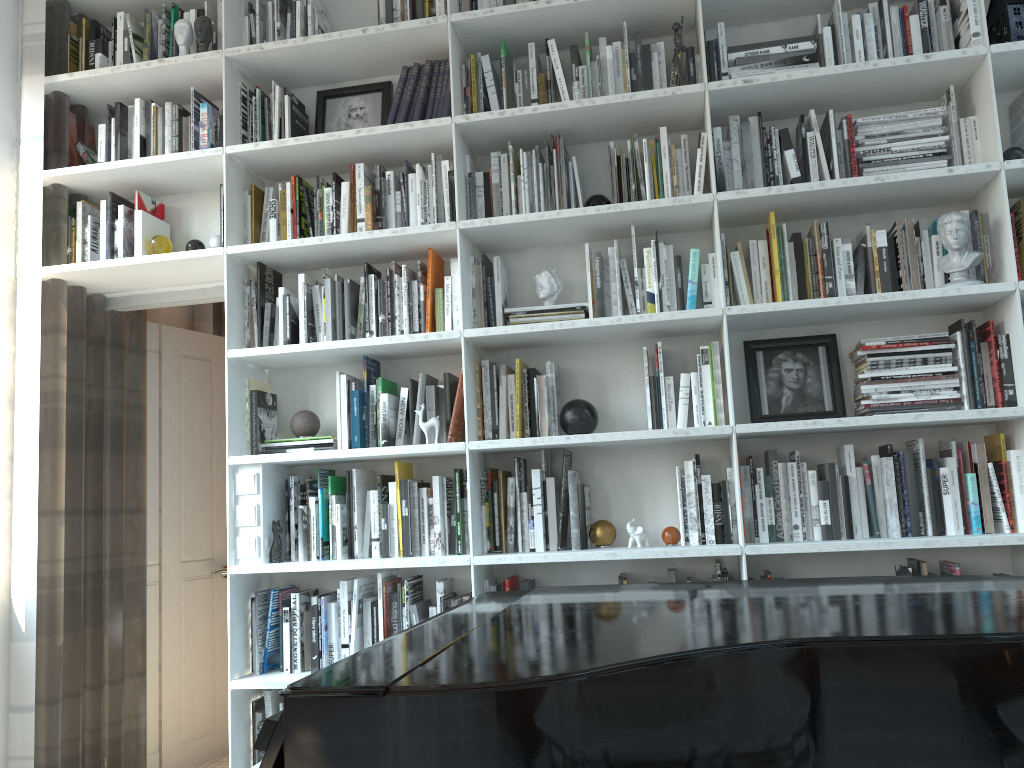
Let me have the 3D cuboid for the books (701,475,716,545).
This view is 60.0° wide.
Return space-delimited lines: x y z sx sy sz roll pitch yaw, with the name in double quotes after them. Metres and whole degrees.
0.639 0.410 2.896 0.029 0.220 0.153 -4 -7 10 "books"

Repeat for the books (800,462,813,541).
0.937 0.378 2.855 0.021 0.244 0.141 -4 -7 10 "books"

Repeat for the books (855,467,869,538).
1.101 0.377 2.824 0.025 0.220 0.140 -4 -7 10 "books"

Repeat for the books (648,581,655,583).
0.460 0.778 2.886 0.022 0.251 0.187 -4 -7 10 "books"

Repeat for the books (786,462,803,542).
0.898 0.378 2.847 0.027 0.245 0.179 -4 -7 10 "books"

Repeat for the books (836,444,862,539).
1.073 0.343 2.824 0.026 0.291 0.152 -4 -7 10 "books"

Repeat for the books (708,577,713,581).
0.651 0.760 2.857 0.012 0.260 0.147 -4 -7 10 "books"

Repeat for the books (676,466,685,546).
0.556 0.401 2.922 0.012 0.253 0.161 -4 -7 10 "books"

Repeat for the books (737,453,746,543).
0.741 0.372 2.894 0.012 0.284 0.159 -4 -7 10 "books"

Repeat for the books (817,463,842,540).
1.009 0.373 2.822 0.029 0.237 0.166 -4 -7 10 "books"

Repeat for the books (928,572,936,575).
1.297 0.706 2.698 0.066 0.260 0.133 -4 -7 10 "books"

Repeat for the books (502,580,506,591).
-0.006 0.799 2.984 0.010 0.281 0.149 -4 -7 10 "books"

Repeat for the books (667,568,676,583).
0.531 0.755 2.898 0.025 0.294 0.134 -4 -7 10 "books"

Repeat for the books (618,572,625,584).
0.370 0.770 2.918 0.012 0.284 0.159 -4 -7 10 "books"

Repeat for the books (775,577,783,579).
0.842 0.735 2.742 0.021 0.259 0.169 -4 -7 10 "books"

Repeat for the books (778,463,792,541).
0.876 0.381 2.869 0.024 0.247 0.132 -4 -7 10 "books"

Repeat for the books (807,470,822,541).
0.955 0.387 2.828 0.023 0.217 0.174 -4 -7 10 "books"

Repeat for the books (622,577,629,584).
0.382 0.776 2.910 0.012 0.270 0.142 -4 -7 10 "books"

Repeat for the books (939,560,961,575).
1.331 0.684 2.667 0.015 0.293 0.169 -4 -7 10 "books"

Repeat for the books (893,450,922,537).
1.236 0.343 2.781 0.028 0.264 0.161 -4 -7 10 "books"

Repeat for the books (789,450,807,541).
0.916 0.358 2.843 0.013 0.282 0.166 -4 -7 10 "books"

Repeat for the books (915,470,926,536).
1.264 0.373 2.788 0.021 0.202 0.128 -4 -7 10 "books"

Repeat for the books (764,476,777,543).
0.825 0.403 2.865 0.024 0.208 0.170 -4 -8 10 "books"

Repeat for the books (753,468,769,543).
0.797 0.390 2.860 0.027 0.233 0.167 -4 -7 10 "books"

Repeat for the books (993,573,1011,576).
1.486 0.697 2.653 0.022 0.248 0.130 -4 -7 10 "books"

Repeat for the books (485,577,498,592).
-0.063 0.803 3.001 0.012 0.284 0.159 -4 -7 10 "books"

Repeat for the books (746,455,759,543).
0.780 0.373 2.876 0.011 0.275 0.146 -4 -7 10 "books"

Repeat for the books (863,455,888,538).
1.155 0.357 2.823 0.025 0.254 0.136 -4 -7 10 "books"

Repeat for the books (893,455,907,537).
1.210 0.353 2.803 0.011 0.251 0.158 -4 -7 10 "books"

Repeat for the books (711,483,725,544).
0.673 0.423 2.908 0.031 0.194 0.142 -4 -7 10 "books"

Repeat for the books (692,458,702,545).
0.608 0.386 2.917 0.010 0.277 0.155 -4 -7 10 "books"

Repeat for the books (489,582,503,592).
-0.045 0.811 2.997 0.023 0.266 0.134 -4 -7 10 "books"

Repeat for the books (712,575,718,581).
0.660 0.754 2.842 0.013 0.268 0.183 -4 -7 10 "books"

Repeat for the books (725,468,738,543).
0.722 0.398 2.915 0.019 0.241 0.107 -4 -7 10 "books"

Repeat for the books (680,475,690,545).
0.571 0.415 2.926 0.015 0.225 0.148 -4 -7 10 "books"

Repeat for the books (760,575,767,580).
0.798 0.738 2.770 0.011 0.266 0.152 -4 -7 10 "books"

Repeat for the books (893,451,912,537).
1.219 0.346 2.792 0.010 0.261 0.181 -4 -7 10 "books"

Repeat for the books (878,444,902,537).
1.199 0.338 2.814 0.014 0.286 0.135 -4 -7 10 "books"

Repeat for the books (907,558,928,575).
1.238 0.686 2.680 0.013 0.302 0.181 -4 -7 10 "books"

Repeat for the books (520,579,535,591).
0.059 0.800 2.982 0.026 0.273 0.146 -4 -7 10 "books"

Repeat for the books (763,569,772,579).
0.808 0.728 2.764 0.012 0.284 0.137 -4 -7 10 "books"

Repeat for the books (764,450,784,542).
0.851 0.362 2.882 0.027 0.290 0.141 -4 -7 10 "books"

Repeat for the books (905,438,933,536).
1.276 0.324 2.780 0.012 0.296 0.178 -4 -7 10 "books"

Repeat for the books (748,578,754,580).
0.761 0.744 2.780 0.014 0.260 0.132 -4 -7 10 "books"

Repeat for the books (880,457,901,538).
1.175 0.357 2.792 0.026 0.245 0.191 -4 -7 10 "books"

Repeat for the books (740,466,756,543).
0.762 0.391 2.885 0.029 0.243 0.154 -4 -7 10 "books"

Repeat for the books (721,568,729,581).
0.693 0.743 2.855 0.021 0.289 0.160 -4 -7 10 "books"

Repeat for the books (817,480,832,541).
0.981 0.401 2.817 0.029 0.183 0.175 -4 -8 10 "books"

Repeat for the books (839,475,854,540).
1.048 0.390 2.810 0.023 0.196 0.165 -4 -8 10 "books"

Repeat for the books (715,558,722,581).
0.673 0.728 2.851 0.013 0.319 0.174 -4 -7 10 "books"

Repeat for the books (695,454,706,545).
0.619 0.378 2.912 0.014 0.290 0.132 -4 -7 10 "books"

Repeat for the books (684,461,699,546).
0.587 0.389 2.907 0.027 0.269 0.159 -4 -7 10 "books"

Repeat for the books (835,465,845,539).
1.032 0.376 2.827 0.013 0.230 0.139 -4 -7 10 "books"

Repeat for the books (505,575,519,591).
0.006 0.796 2.984 0.013 0.287 0.161 -4 -7 10 "books"

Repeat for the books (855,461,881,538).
1.125 0.366 2.813 0.031 0.236 0.159 -4 -7 10 "books"

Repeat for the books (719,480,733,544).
0.697 0.416 2.891 0.024 0.200 0.158 -4 -7 10 "books"

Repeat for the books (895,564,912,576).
1.204 0.699 2.700 0.012 0.284 0.159 -4 -7 10 "books"

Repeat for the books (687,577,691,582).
0.578 0.760 2.849 0.011 0.266 0.191 -4 -7 10 "books"
